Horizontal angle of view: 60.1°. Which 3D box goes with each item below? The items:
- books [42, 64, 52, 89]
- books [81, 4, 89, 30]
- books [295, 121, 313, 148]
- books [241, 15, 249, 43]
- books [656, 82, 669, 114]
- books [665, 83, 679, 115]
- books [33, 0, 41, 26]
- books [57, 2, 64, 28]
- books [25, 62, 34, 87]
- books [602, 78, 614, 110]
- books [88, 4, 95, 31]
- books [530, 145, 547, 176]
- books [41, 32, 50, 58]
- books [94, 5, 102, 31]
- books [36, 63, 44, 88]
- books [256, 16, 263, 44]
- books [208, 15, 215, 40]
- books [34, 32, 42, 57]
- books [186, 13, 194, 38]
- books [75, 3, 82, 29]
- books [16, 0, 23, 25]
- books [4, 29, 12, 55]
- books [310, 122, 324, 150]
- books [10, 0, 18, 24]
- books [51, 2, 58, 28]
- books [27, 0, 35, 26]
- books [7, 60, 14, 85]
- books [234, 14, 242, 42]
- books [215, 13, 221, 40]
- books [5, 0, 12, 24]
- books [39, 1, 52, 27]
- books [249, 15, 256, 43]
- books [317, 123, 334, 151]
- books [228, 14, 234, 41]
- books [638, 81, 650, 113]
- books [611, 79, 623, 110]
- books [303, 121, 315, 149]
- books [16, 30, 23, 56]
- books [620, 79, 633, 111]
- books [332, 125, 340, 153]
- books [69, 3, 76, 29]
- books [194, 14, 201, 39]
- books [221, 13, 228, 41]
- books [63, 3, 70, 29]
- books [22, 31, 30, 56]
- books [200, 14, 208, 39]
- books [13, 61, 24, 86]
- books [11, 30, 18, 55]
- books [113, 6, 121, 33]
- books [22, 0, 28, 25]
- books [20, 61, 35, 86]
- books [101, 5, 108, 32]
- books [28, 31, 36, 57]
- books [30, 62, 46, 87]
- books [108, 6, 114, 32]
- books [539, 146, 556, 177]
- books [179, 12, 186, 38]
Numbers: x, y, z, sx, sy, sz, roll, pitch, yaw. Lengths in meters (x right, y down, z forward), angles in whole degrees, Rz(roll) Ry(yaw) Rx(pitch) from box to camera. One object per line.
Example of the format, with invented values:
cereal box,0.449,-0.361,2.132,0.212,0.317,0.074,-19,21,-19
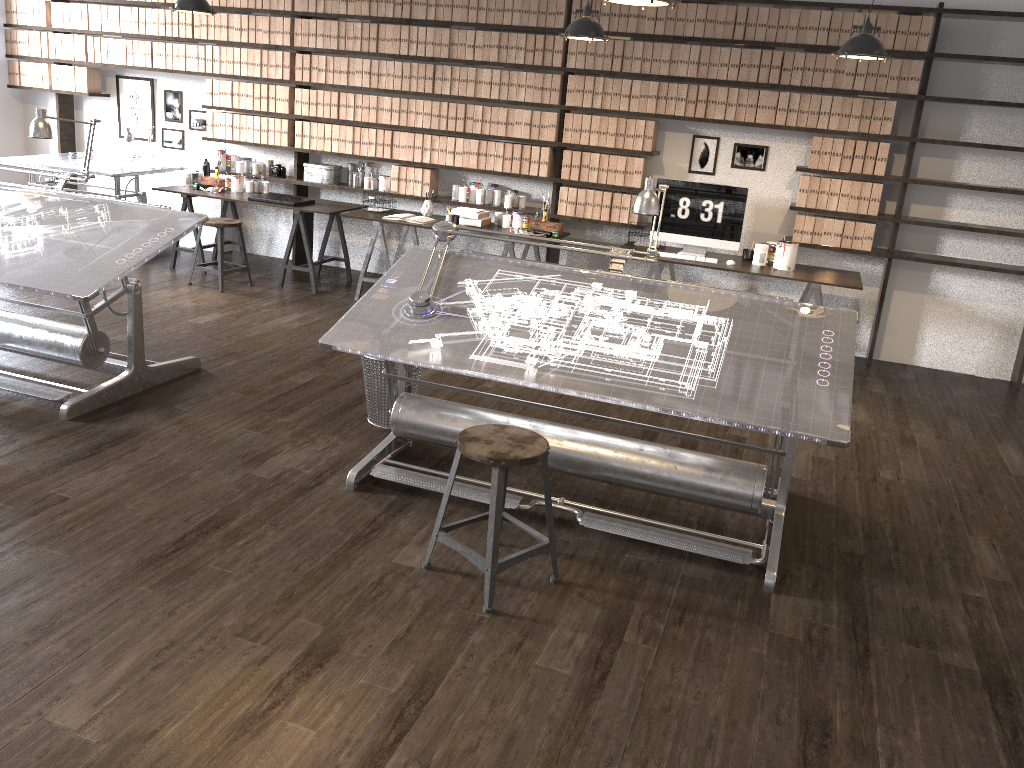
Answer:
books,-4.298,-2.877,8.293,0.067,0.222,0.176,10,17,17
books,-3.796,-3.305,8.003,0.067,0.223,0.176,10,17,17
books,-1.775,-2.129,7.558,0.067,0.222,0.176,10,17,17
books,-2.213,-3.000,7.504,0.067,0.223,0.176,10,17,17
books,1.121,-2.101,6.521,0.067,0.222,0.176,10,17,17
books,1.187,-2.088,6.500,0.067,0.222,0.176,10,17,17
books,-4.314,-3.412,8.171,0.067,0.222,0.176,10,17,17
books,-4.055,-3.354,8.084,0.067,0.222,0.176,10,17,17
books,-4.493,-2.915,8.355,0.067,0.222,0.176,10,17,17
books,0.736,-2.175,6.644,0.067,0.222,0.176,10,17,17
books,-3.723,-3.293,7.986,0.067,0.222,0.176,10,17,17
books,0.204,-1.749,6.935,0.067,0.223,0.176,10,17,17
books,-4.271,-3.140,8.222,0.067,0.222,0.176,10,17,17
books,-3.658,-3.278,7.961,0.067,0.222,0.176,10,17,17
books,-4.367,-2.889,8.311,0.067,0.222,0.176,10,17,17
books,-2.080,-2.976,7.468,0.067,0.222,0.176,10,17,17
books,-2.532,-3.063,7.610,0.067,0.222,0.176,10,17,17
books,-4.343,-3.152,8.239,0.067,0.223,0.176,10,17,17
books,-2.737,-3.101,7.669,0.067,0.223,0.176,10,17,17
books,-3.864,-3.320,8.030,0.067,0.222,0.176,10,17,17
books,-4.501,-3.447,8.226,0.067,0.222,0.176,10,17,17
books,-4.677,-3.216,8.344,0.067,0.223,0.176,10,17,17
books,-1.639,-2.105,7.522,0.067,0.222,0.176,10,17,17
books,-4.569,-3.459,8.246,0.067,0.223,0.176,10,17,17
books,-4.122,-3.368,8.108,0.067,0.222,0.176,10,17,17
books,-4.380,-3.422,8.185,0.067,0.223,0.176,10,17,17
books,-4.694,-2.954,8.421,0.067,0.222,0.176,10,17,17
books,-2.281,-3.014,7.528,0.067,0.222,0.176,10,17,17
books,-2.465,-3.050,7.589,0.067,0.222,0.176,10,17,17
books,-4.634,-3.473,8.271,0.067,0.222,0.176,10,17,17
books,-4.248,-3.399,8.150,0.067,0.222,0.176,10,17,17
books,-2.146,-2.988,7.487,0.067,0.222,0.176,10,17,17
books,-1.574,-2.092,7.500,0.067,0.222,0.176,10,17,17
books,-2.339,-3.026,7.548,0.067,0.222,0.176,10,17,17
books,0.994,-2.125,6.560,0.067,0.222,0.176,10,17,17
books,0.801,-2.162,6.621,0.067,0.222,0.176,10,17,17
books,-1.706,-2.117,7.539,0.067,0.222,0.176,10,17,17
books,-4.545,-3.192,8.308,0.067,0.222,0.176,10,17,17
books,0.866,-2.148,6.597,0.067,0.223,0.176,10,17,17
books,-1.440,-2.066,7.456,0.067,0.222,0.176,10,17,17
books,-3.926,-3.331,8.048,0.067,0.222,0.176,10,17,17
books,-2.665,-3.089,7.652,0.067,0.222,0.176,10,17,17
books,-2.404,-3.036,7.563,0.067,0.223,0.176,10,17,17
books,-3.987,-3.341,8.062,0.067,0.223,0.176,10,17,17
books,-4.480,-3.179,8.283,0.067,0.222,0.176,10,17,17
books,-2.600,-3.075,7.627,0.067,0.222,0.176,10,17,17
books,-4.625,-2.939,8.394,0.067,0.223,0.176,10,17,17
books,-4.612,-3.205,8.329,0.067,0.222,0.176,10,17,17
books,-3.462,-3.240,7.897,0.067,0.223,0.176,10,17,17
books,-4.441,-3.436,8.209,0.067,0.222,0.176,10,17,17
books,-4.554,-2.927,8.377,0.067,0.222,0.176,10,17,17
books,-3.590,-3.267,7.944,0.067,0.222,0.176,10,17,17
books,-4.412,-3.167,8.267,0.067,0.222,0.176,10,17,17
books,-4.435,-2.902,8.333,0.067,0.223,0.176,10,17,17
books,-3.523,-3.254,7.922,0.067,0.222,0.176,10,17,17
books,0.278,-1.735,6.914,0.067,0.222,0.176,10,17,17
books,-2.805,-3.116,7.697,0.067,0.222,0.176,10,17,17
